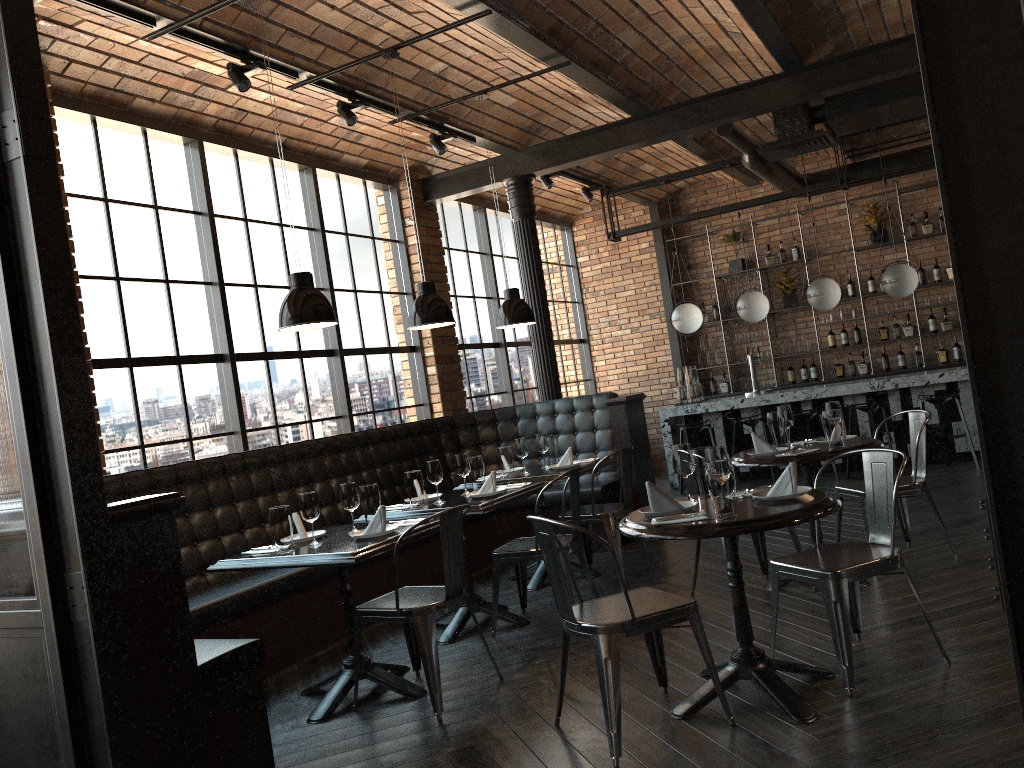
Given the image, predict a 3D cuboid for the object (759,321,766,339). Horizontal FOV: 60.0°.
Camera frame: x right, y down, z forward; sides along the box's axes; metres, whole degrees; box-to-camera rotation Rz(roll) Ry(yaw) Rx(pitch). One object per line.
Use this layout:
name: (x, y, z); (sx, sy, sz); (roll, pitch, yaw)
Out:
object: (3.153, -0.699, 11.183); (0.092, 0.244, 0.092); (-9, -1, 33)

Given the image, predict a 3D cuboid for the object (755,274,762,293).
object: (3.142, -1.275, 11.334); (0.092, 0.244, 0.092); (-9, -1, 33)

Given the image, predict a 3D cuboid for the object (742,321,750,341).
object: (2.975, -0.671, 11.277); (0.092, 0.244, 0.092); (-9, -1, 33)

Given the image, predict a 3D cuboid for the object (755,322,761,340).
object: (3.137, -0.694, 11.377); (0.092, 0.244, 0.092); (-9, -1, 33)

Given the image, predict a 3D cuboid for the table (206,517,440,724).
table: (-0.778, 1.114, 4.262); (0.872, 0.758, 0.872); (-9, -1, 28)

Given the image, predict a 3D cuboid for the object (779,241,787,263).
object: (3.382, -1.646, 11.102); (0.083, 0.282, 0.083); (-9, -1, 13)

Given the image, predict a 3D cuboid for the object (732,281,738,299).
object: (2.868, -1.232, 11.479); (0.092, 0.244, 0.092); (-9, -1, 33)

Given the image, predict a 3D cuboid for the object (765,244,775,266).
object: (3.245, -1.622, 11.176); (0.123, 0.279, 0.123); (-9, -1, 16)

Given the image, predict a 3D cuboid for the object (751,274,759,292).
object: (3.067, -1.265, 11.188); (0.092, 0.244, 0.092); (-9, -1, 33)

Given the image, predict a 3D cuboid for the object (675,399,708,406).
object: (2.024, 0.208, 10.008); (0.273, 0.019, 0.437); (-9, -1, 28)

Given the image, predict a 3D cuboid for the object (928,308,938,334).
object: (4.920, -0.738, 10.377); (0.086, 0.298, 0.086); (-8, -1, -14)

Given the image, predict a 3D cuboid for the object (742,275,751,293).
object: (2.976, -1.251, 11.236); (0.092, 0.244, 0.092); (-9, -1, 33)

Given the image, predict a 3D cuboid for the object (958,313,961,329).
object: (5.190, -0.781, 10.229); (0.086, 0.299, 0.086); (-8, -1, -14)

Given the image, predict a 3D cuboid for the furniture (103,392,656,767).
furniture: (-0.900, 0.915, 5.543); (1.979, 1.212, 5.451); (-9, -1, 28)

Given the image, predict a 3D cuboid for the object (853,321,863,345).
object: (4.187, -0.623, 10.759); (0.086, 0.297, 0.086); (-8, -1, -14)

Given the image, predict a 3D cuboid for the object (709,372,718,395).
object: (2.623, -0.010, 11.579); (0.086, 0.297, 0.086); (-8, -1, -29)

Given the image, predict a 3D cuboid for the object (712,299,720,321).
object: (2.651, -0.960, 11.531); (0.086, 0.299, 0.086); (-8, -1, -14)

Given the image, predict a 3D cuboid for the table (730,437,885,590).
table: (1.740, 0.740, 5.131); (0.866, 0.758, 0.866); (-9, -1, -9)

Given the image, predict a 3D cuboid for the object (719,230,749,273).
object: (2.876, -1.703, 11.389); (0.377, 0.554, 0.422); (-9, -1, 15)

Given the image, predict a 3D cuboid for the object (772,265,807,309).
object: (3.457, -1.200, 11.062); (0.430, 0.526, 0.425); (-9, -1, 40)

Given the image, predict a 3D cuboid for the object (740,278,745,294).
object: (2.965, -1.247, 11.428); (0.092, 0.244, 0.092); (-9, -1, 33)

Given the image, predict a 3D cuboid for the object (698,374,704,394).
object: (2.470, 0.015, 11.695); (0.086, 0.299, 0.086); (-8, -1, -14)

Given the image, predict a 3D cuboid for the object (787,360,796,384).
object: (3.508, -0.148, 11.146); (0.086, 0.299, 0.086); (-8, -1, -14)

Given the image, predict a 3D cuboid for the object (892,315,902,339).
object: (4.575, -0.675, 10.551); (0.083, 0.282, 0.083); (-9, -1, 28)

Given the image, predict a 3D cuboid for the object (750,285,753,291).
object: (3.051, -1.261, 11.382); (0.092, 0.244, 0.092); (-9, -1, 33)

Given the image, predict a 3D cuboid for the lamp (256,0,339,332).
lamp: (-1.103, -1.089, 4.277); (0.291, 1.653, 0.291); (-9, -1, 3)

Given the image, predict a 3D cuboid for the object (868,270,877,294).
object: (4.321, -1.222, 10.653); (0.086, 0.298, 0.086); (-8, -1, -14)

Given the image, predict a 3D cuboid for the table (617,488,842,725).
table: (0.898, 0.852, 3.504); (0.866, 0.758, 0.866); (-9, -1, -9)

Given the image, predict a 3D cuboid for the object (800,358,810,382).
object: (3.658, -0.172, 11.096); (0.086, 0.298, 0.086); (-8, -1, -14)

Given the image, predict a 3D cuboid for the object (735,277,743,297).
object: (2.889, -1.237, 11.282); (0.092, 0.244, 0.092); (-9, -1, 33)

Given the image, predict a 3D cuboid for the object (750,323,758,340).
object: (3.062, -0.684, 11.231); (0.092, 0.244, 0.092); (-9, -1, 33)

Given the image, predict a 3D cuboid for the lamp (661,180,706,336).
lamp: (1.849, -1.407, 9.889); (0.340, 1.754, 0.340); (-8, -1, -16)

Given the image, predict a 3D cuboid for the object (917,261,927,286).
object: (4.800, -1.297, 10.396); (0.086, 0.299, 0.086); (-8, -1, -14)

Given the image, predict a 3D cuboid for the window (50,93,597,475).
window: (-2.727, -0.096, 5.026); (0.168, 3.253, 16.179); (-9, -1, 28)

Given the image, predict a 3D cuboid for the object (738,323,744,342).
object: (2.954, -0.666, 11.474); (0.092, 0.244, 0.092); (-9, -1, 33)

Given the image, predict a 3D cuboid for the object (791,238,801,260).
object: (3.528, -1.669, 11.025); (0.083, 0.282, 0.083); (-9, -1, 43)

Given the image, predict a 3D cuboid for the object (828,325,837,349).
object: (3.928, -0.581, 10.899); (0.086, 0.299, 0.086); (-8, -1, -14)

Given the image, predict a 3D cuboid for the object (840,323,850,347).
object: (4.067, -0.604, 10.854); (0.086, 0.298, 0.086); (-8, -1, -14)

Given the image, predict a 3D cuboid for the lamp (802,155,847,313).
lamp: (3.133, -1.608, 9.211); (0.340, 1.754, 0.340); (-8, -1, -16)

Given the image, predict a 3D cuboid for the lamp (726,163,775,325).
lamp: (2.491, -1.507, 9.550); (0.340, 1.754, 0.340); (-8, -1, -16)

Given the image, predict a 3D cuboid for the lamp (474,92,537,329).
lamp: (-0.092, -1.225, 6.231); (0.291, 1.653, 0.291); (-8, -1, -17)

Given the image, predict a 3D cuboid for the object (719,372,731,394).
object: (2.768, -0.022, 11.516); (0.123, 0.279, 0.123); (-9, -1, 41)

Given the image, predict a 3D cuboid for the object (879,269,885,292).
object: (4.437, -1.229, 10.569); (0.123, 0.279, 0.123); (-9, -1, 16)

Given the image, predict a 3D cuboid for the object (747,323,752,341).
object: (3.051, -0.681, 11.423); (0.092, 0.244, 0.092); (-9, -1, 33)

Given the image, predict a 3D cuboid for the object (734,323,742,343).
object: (2.879, -0.656, 11.327); (0.092, 0.244, 0.092); (-9, -1, 33)

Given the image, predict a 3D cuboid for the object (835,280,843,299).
object: (3.966, -1.139, 10.834); (0.151, 0.248, 0.094); (-9, -1, 31)

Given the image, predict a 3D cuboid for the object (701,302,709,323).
object: (2.509, -0.927, 11.588); (0.123, 0.279, 0.123); (-9, -1, 17)

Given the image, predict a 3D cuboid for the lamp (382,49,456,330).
lamp: (-0.598, -1.157, 5.254); (0.291, 1.653, 0.291); (-8, -1, -37)

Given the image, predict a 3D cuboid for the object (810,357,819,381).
object: (3.751, -0.186, 11.020); (0.086, 0.298, 0.086); (-8, -1, -14)

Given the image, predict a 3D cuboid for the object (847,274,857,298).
object: (4.119, -1.189, 10.767); (0.086, 0.298, 0.086); (-8, -1, -14)

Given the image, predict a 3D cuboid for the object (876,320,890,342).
object: (4.442, -0.636, 10.622); (0.151, 0.248, 0.094); (-9, -1, 17)

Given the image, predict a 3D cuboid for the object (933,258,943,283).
object: (4.957, -1.321, 10.344); (0.086, 0.298, 0.086); (-8, -1, -14)

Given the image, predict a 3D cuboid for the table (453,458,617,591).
table: (0.229, 0.980, 6.207); (0.872, 0.758, 0.872); (-9, -1, 28)

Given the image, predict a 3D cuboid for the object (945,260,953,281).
object: (5.086, -1.315, 10.242); (0.094, 0.248, 0.151); (-8, -1, -34)

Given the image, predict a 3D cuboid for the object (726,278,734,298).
object: (2.793, -1.222, 11.333); (0.092, 0.244, 0.092); (-9, -1, 33)

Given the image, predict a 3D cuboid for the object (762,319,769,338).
object: (3.228, -0.709, 11.329); (0.092, 0.244, 0.092); (-9, -1, 33)

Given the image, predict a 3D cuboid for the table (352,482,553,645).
table: (-0.278, 1.047, 5.228); (0.872, 0.758, 0.872); (-9, -1, 28)

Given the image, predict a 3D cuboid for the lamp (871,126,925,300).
lamp: (3.774, -1.709, 8.872); (0.340, 1.754, 0.340); (-8, -1, -16)
